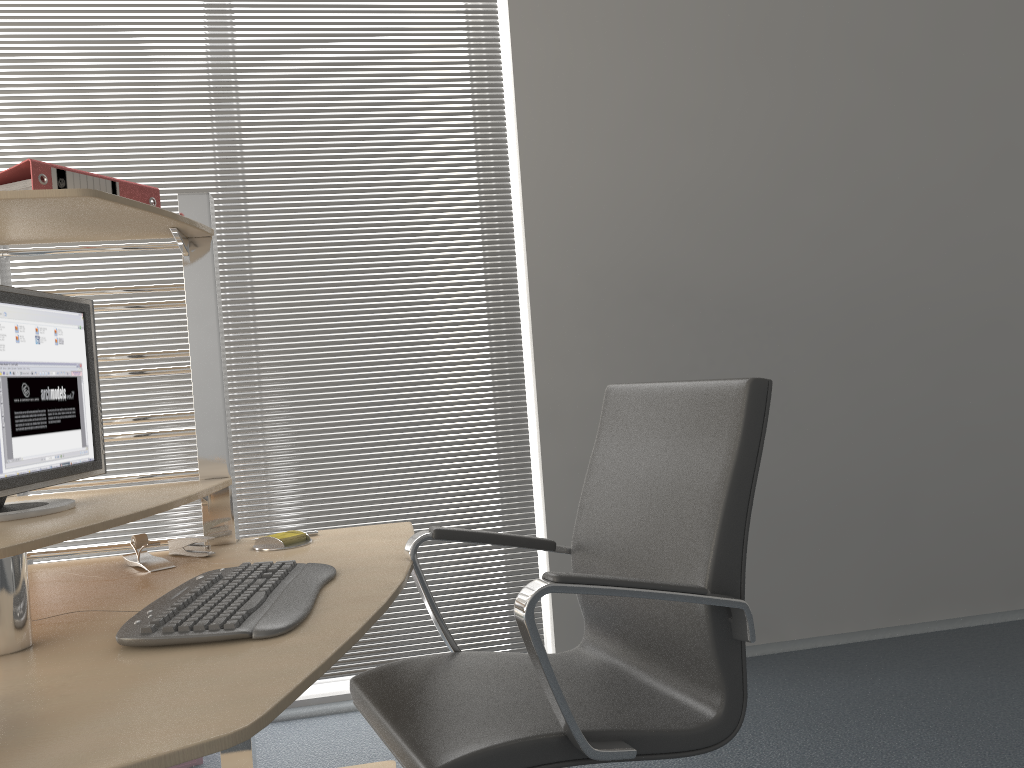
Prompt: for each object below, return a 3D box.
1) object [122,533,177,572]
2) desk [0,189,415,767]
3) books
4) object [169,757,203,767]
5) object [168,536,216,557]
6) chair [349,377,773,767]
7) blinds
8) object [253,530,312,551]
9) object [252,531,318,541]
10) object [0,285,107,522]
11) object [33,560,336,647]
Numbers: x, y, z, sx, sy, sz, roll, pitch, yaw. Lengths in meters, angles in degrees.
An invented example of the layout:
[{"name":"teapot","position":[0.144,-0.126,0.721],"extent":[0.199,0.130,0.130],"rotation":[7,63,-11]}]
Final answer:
[{"name":"object","position":[-0.776,0.355,1.890],"extent":[0.054,0.064,0.159],"rotation":[-5,1,-43]},{"name":"desk","position":[-0.604,0.330,1.438],"extent":[0.967,1.566,1.469],"rotation":[-4,1,-10]},{"name":"books","position":[-0.947,-0.380,1.837],"extent":[0.262,0.072,0.320],"rotation":[-4,1,22]},{"name":"object","position":[-1.060,1.044,2.690],"extent":[0.185,0.202,0.245],"rotation":[-4,1,-28]},{"name":"object","position":[-0.715,0.361,1.976],"extent":[0.134,0.042,0.022],"rotation":[-4,1,32]},{"name":"chair","position":[0.085,0.537,1.590],"extent":[0.652,1.048,0.584],"rotation":[-4,1,-24]},{"name":"blinds","position":[-0.942,-0.354,3.004],"extent":[1.950,2.770,0.022],"rotation":[-4,1,-10]},{"name":"object","position":[-0.525,0.354,2.028],"extent":[0.132,0.026,0.132],"rotation":[-4,1,-10]},{"name":"object","position":[-0.542,0.363,2.110],"extent":[0.158,0.011,0.011],"rotation":[-4,1,-13]},{"name":"object","position":[-0.964,0.036,1.664],"extent":[0.245,0.418,0.516],"rotation":[-4,1,12]},{"name":"object","position":[-0.724,0.400,1.469],"extent":[0.814,0.082,0.478],"rotation":[-4,1,-3]}]
